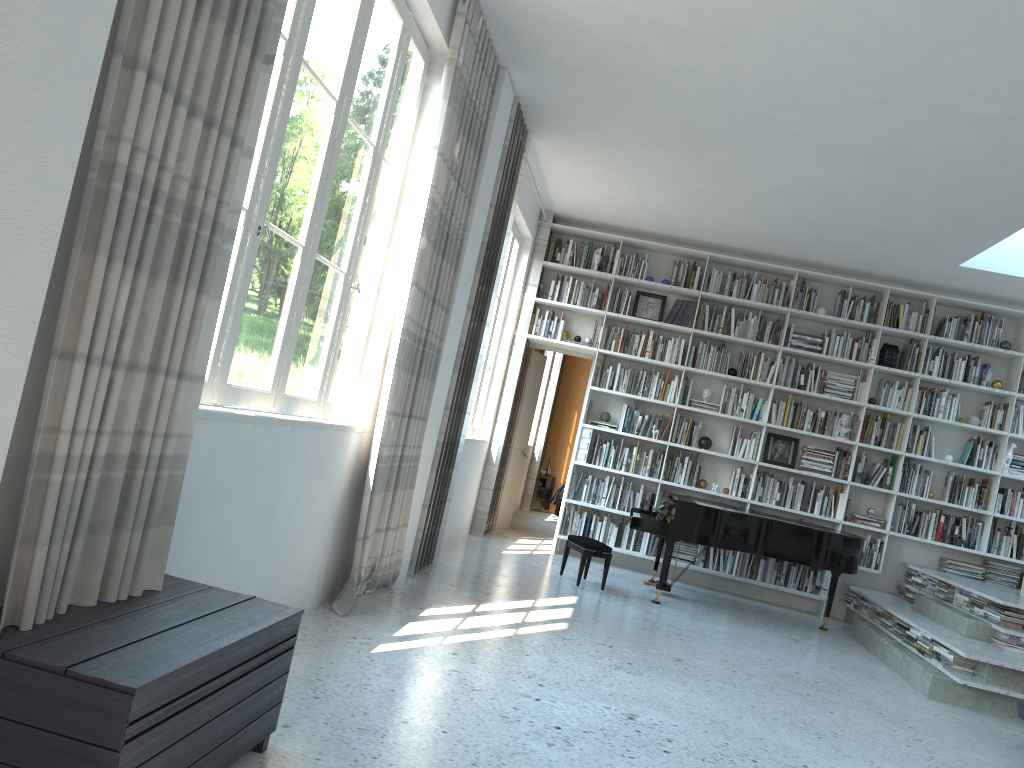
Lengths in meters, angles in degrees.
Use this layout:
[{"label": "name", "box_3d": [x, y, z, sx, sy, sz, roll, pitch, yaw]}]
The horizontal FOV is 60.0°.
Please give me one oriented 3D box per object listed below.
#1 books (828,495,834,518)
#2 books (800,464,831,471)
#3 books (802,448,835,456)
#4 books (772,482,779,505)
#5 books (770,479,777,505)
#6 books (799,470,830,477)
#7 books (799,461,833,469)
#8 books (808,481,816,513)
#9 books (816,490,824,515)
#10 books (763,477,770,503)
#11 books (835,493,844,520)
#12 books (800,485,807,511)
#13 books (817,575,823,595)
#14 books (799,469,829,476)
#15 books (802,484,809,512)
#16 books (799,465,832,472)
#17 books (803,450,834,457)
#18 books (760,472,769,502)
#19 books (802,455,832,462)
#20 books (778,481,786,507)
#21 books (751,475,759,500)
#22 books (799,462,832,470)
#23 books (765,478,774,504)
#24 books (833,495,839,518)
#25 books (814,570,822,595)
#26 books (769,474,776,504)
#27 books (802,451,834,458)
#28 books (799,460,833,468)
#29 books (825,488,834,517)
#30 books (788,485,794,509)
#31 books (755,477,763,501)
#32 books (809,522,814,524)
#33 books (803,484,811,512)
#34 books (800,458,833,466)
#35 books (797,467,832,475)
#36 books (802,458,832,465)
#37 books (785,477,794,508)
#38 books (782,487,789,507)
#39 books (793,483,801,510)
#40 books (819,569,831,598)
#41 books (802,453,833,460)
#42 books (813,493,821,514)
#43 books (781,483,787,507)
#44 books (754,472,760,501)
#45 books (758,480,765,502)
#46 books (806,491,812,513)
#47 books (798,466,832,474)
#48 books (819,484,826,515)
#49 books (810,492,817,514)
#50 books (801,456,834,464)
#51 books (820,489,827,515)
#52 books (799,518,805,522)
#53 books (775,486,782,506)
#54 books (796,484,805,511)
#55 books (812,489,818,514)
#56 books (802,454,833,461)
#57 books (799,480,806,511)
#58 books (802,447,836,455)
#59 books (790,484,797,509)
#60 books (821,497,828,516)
[{"label": "books", "box_3d": [3.001, 1.149, 8.339, 0.042, 0.212, 0.169, 12, -3, 8]}, {"label": "books", "box_3d": [2.869, 0.788, 8.393, 0.254, 0.012, 0.161, 12, -3, 3]}, {"label": "books", "box_3d": [2.901, 0.648, 8.404, 0.285, 0.012, 0.159, 12, -3, 10]}, {"label": "books", "box_3d": [2.491, 1.038, 8.415, 0.023, 0.217, 0.174, 12, -3, 8]}, {"label": "books", "box_3d": [2.476, 1.022, 8.440, 0.021, 0.244, 0.141, 12, -2, 8]}, {"label": "books", "box_3d": [2.856, 0.847, 8.392, 0.254, 0.012, 0.161, 12, -3, 4]}, {"label": "books", "box_3d": [2.875, 0.766, 8.402, 0.285, 0.012, 0.159, 12, -3, 9]}, {"label": "books", "box_3d": [2.818, 1.068, 8.377, 0.012, 0.296, 0.178, 12, -2, 8]}, {"label": "books", "box_3d": [2.887, 1.114, 8.361, 0.023, 0.234, 0.175, 12, -2, 8]}, {"label": "books", "box_3d": [2.416, 1.008, 8.452, 0.024, 0.247, 0.132, 12, -2, 8]}, {"label": "books", "box_3d": [3.062, 1.145, 8.327, 0.033, 0.246, 0.176, 12, -2, 8]}, {"label": "books", "box_3d": [2.746, 1.076, 8.399, 0.011, 0.251, 0.158, 12, -2, 8]}, {"label": "books", "box_3d": [2.869, 1.876, 8.319, 0.023, 0.181, 0.149, 12, -3, 8]}, {"label": "books", "box_3d": [2.860, 0.836, 8.397, 0.254, 0.012, 0.161, 12, -3, 10]}, {"label": "books", "box_3d": [2.756, 1.073, 8.387, 0.010, 0.261, 0.181, 12, -2, 8]}, {"label": "books", "box_3d": [2.866, 0.800, 8.391, 0.285, 0.012, 0.159, 12, -3, 13]}, {"label": "books", "box_3d": [2.898, 0.659, 8.400, 0.254, 0.012, 0.161, 12, -3, 4]}, {"label": "books", "box_3d": [2.397, 0.982, 8.462, 0.027, 0.290, 0.141, 12, -2, 8]}, {"label": "books", "box_3d": [2.888, 0.707, 8.400, 0.254, 0.012, 0.161, 12, -3, 11]}, {"label": "books", "box_3d": [2.547, 1.040, 8.410, 0.029, 0.237, 0.166, 12, -2, 8]}, {"label": "books", "box_3d": [2.303, 0.985, 8.463, 0.029, 0.244, 0.154, 12, -2, 8]}, {"label": "books", "box_3d": [2.873, 0.778, 8.404, 0.285, 0.012, 0.159, 12, -3, 8]}, {"label": "books", "box_3d": [2.438, 1.013, 8.431, 0.027, 0.245, 0.179, 12, -2, 8]}, {"label": "books", "box_3d": [3.027, 1.153, 8.337, 0.011, 0.216, 0.166, 12, -2, 8]}, {"label": "books", "box_3d": [2.846, 1.852, 8.311, 0.029, 0.217, 0.191, 12, -3, 8]}, {"label": "books", "box_3d": [2.461, 0.999, 8.425, 0.013, 0.282, 0.166, 12, -2, 8]}, {"label": "books", "box_3d": [2.896, 0.672, 8.401, 0.254, 0.012, 0.161, 12, -3, 5]}, {"label": "books", "box_3d": [2.878, 0.754, 8.400, 0.285, 0.012, 0.159, 12, -3, 10]}, {"label": "books", "box_3d": [2.976, 1.114, 8.356, 0.026, 0.272, 0.175, 12, -2, 8]}, {"label": "books", "box_3d": [2.634, 1.068, 8.416, 0.025, 0.220, 0.140, 12, -2, 8]}, {"label": "books", "box_3d": [2.337, 0.997, 8.439, 0.027, 0.234, 0.167, 12, -2, 8]}, {"label": "books", "box_3d": [2.776, 1.438, 8.297, 0.015, 0.293, 0.169, 12, -2, 8]}, {"label": "books", "box_3d": [2.774, 1.074, 8.378, 0.028, 0.264, 0.161, 12, -2, 8]}, {"label": "books", "box_3d": [2.879, 0.742, 8.394, 0.285, 0.012, 0.159, 12, -3, 13]}, {"label": "books", "box_3d": [2.861, 0.823, 8.390, 0.285, 0.012, 0.159, 12, -3, 3]}, {"label": "books", "box_3d": [2.882, 0.731, 8.395, 0.254, 0.012, 0.161, 12, -3, 3]}, {"label": "books", "box_3d": [2.616, 1.027, 8.412, 0.026, 0.291, 0.152, 12, -2, 8]}, {"label": "books", "box_3d": [2.580, 1.068, 8.401, 0.023, 0.196, 0.165, 12, -3, 8]}, {"label": "books", "box_3d": [2.692, 1.063, 8.417, 0.025, 0.254, 0.136, 12, -2, 8]}, {"label": "books", "box_3d": [2.899, 1.834, 8.249, 0.038, 0.269, 0.277, 12, -3, 8]}, {"label": "books", "box_3d": [2.893, 0.683, 8.399, 0.254, 0.012, 0.161, 12, -3, 4]}, {"label": "books", "box_3d": [2.861, 1.124, 8.364, 0.023, 0.204, 0.167, 12, -3, 8]}, {"label": "books", "box_3d": [2.568, 1.048, 8.417, 0.013, 0.230, 0.139, 12, -2, 8]}, {"label": "books", "box_3d": [2.325, 0.973, 8.453, 0.011, 0.275, 0.146, 12, -2, 8]}, {"label": "books", "box_3d": [2.361, 1.015, 8.447, 0.024, 0.208, 0.170, 12, -3, 8]}, {"label": "books", "box_3d": [2.793, 1.111, 8.388, 0.021, 0.202, 0.128, 12, -2, 8]}, {"label": "books", "box_3d": [2.865, 0.812, 8.400, 0.285, 0.012, 0.159, 12, -3, 7]}, {"label": "books", "box_3d": [2.913, 1.090, 8.371, 0.014, 0.293, 0.137, 12, -2, 8]}, {"label": "books", "box_3d": [2.825, 1.115, 8.370, 0.024, 0.207, 0.183, 12, -3, 8]}, {"label": "books", "box_3d": [2.885, 0.719, 8.394, 0.285, 0.012, 0.159, 12, -3, 13]}, {"label": "books", "box_3d": [2.924, 1.112, 8.376, 0.014, 0.256, 0.145, 12, -2, 8]}, {"label": "books", "box_3d": [2.687, 1.414, 8.306, 0.013, 0.303, 0.181, 12, -2, 8]}, {"label": "books", "box_3d": [2.512, 1.059, 8.406, 0.029, 0.183, 0.174, 12, -3, 8]}, {"label": "books", "box_3d": [2.712, 1.071, 8.386, 0.026, 0.245, 0.191, 12, -2, 8]}, {"label": "books", "box_3d": [2.848, 1.106, 8.379, 0.014, 0.235, 0.154, 12, -2, 8]}, {"label": "books", "box_3d": [2.890, 0.696, 8.400, 0.254, 0.012, 0.161, 12, -3, 5]}, {"label": "books", "box_3d": [2.739, 1.057, 8.408, 0.014, 0.286, 0.134, 12, -2, 8]}, {"label": "books", "box_3d": [2.903, 0.636, 8.398, 0.285, 0.012, 0.159, 12, -3, 3]}, {"label": "books", "box_3d": [2.661, 1.065, 8.405, 0.031, 0.237, 0.159, 12, -2, 8]}, {"label": "books", "box_3d": [2.930, 1.149, 8.348, 0.023, 0.183, 0.169, 12, -3, 8]}]
